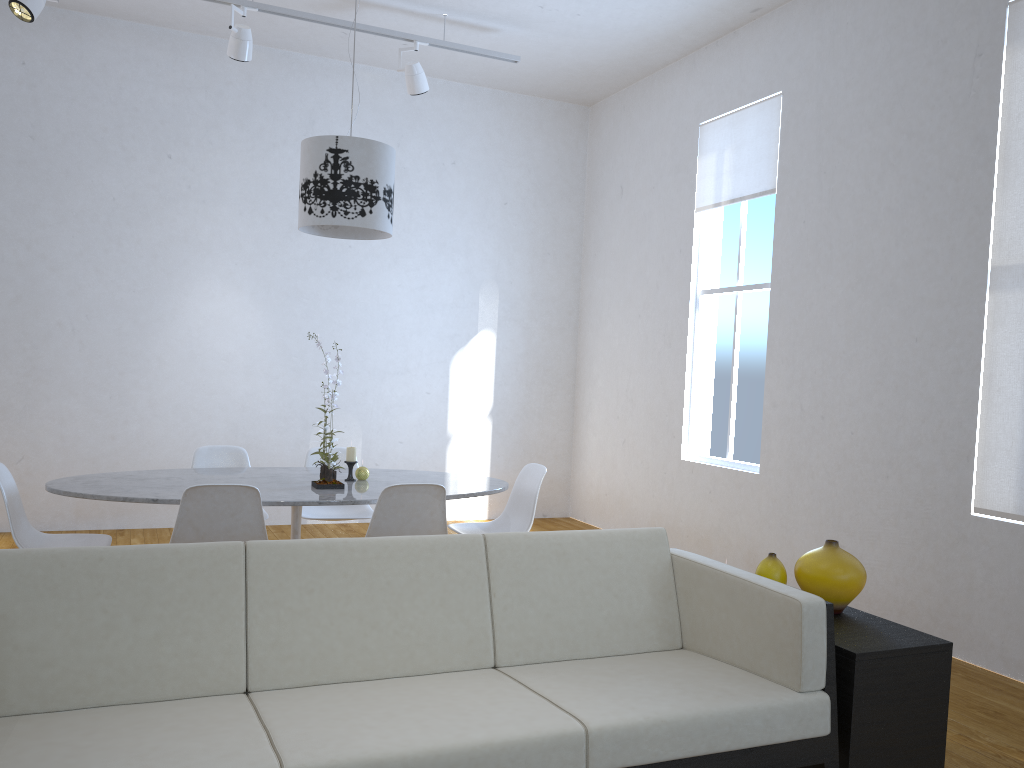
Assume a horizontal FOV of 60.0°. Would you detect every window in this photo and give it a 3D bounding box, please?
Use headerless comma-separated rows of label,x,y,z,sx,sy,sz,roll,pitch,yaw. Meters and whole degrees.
window,1.363,-0.566,5.315,0.074,2.131,0.773,2,3,-24

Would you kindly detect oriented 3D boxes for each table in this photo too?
table,-0.929,0.727,3.795,1.910,0.623,1.069,2,1,-25

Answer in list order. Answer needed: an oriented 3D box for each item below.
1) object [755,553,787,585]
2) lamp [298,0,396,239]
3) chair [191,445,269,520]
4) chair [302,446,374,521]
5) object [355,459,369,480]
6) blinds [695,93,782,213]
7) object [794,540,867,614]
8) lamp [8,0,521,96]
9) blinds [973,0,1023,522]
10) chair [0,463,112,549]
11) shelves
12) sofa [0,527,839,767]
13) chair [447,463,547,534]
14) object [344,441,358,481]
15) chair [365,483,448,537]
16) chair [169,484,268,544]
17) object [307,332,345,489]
object,0.798,0.601,2.732,0.095,0.160,0.095,3,2,18
lamp,-0.681,-1.420,3.783,0.399,1.540,0.399,4,3,33
chair,-1.379,0.489,4.254,0.406,0.352,0.418,2,2,-26
chair,-0.886,0.509,4.458,0.406,0.352,0.418,2,2,-21
object,-0.664,0.380,3.938,0.063,0.092,0.062,4,2,24
blinds,1.325,-1.344,5.247,0.007,0.557,0.760,2,2,-24
object,0.964,0.582,2.689,0.207,0.215,0.207,3,2,18
lamp,-1.391,-1.984,4.843,3.118,0.487,0.204,2,2,-26
blinds,2.146,-0.501,3.336,0.007,2.113,0.760,2,3,-24
chair,-1.770,0.481,3.418,0.419,0.352,0.405,2,2,-22
shelves,0.886,0.912,2.689,0.349,0.452,0.729,2,2,-24
sofa,-0.011,0.783,1.526,5.339,0.680,9.710,2,1,-24
chair,-0.068,0.551,4.168,0.419,0.352,0.405,2,2,-22
object,-0.706,0.336,3.888,0.059,0.177,0.059,1,3,-39
chair,-0.452,0.542,3.530,0.406,0.352,0.418,2,2,-25
chair,-1.082,0.516,3.275,0.406,0.352,0.418,2,2,-20
object,-0.749,0.112,3.653,0.166,0.639,0.202,3,2,4
